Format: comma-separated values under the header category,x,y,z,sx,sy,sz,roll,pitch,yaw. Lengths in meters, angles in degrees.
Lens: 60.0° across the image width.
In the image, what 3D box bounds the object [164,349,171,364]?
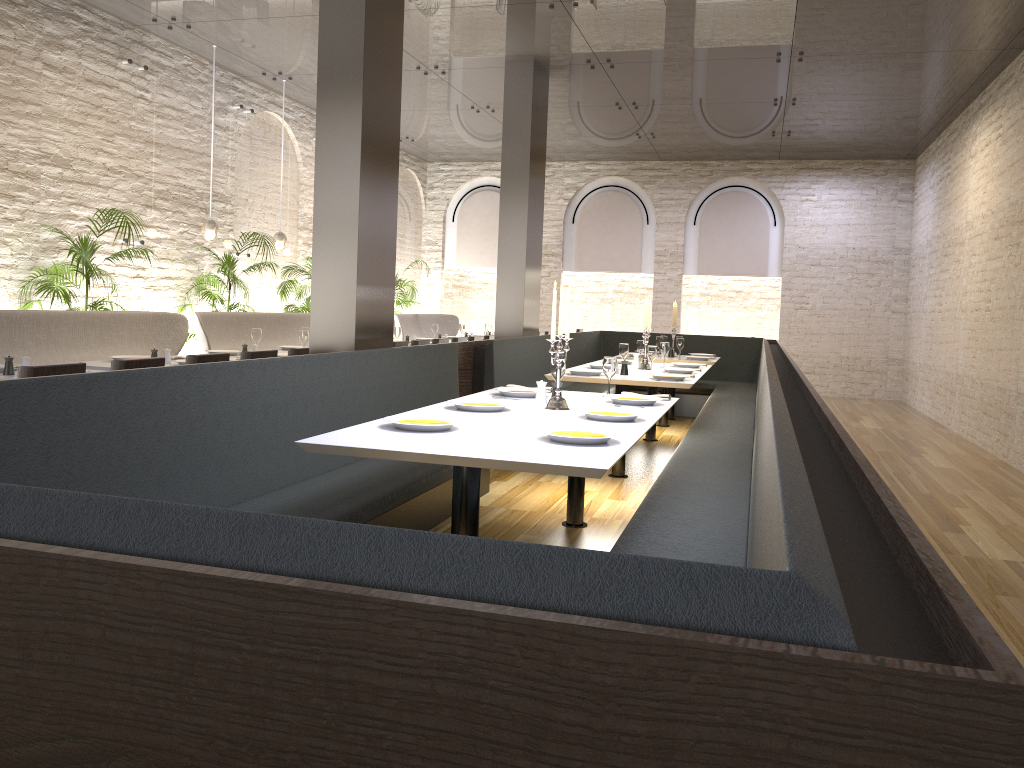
category,x,y,z,sx,sy,sz,roll,pitch,yaw
object,-2.433,-0.196,6.251,0.059,0.109,0.059,3,3,7

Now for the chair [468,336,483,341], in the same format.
category,x,y,z,sx,sy,sz,roll,pitch,yaw
chair,-0.670,-0.121,10.387,0.566,0.904,0.412,3,3,16

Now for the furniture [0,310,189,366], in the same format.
category,x,y,z,sx,sy,sz,roll,pitch,yaw
furniture,-3.410,0.075,5.764,0.709,1.095,4.484,3,5,15

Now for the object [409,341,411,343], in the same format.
category,x,y,z,sx,sy,sz,roll,pitch,yaw
object,-1.370,-0.530,11.137,0.273,0.033,0.143,4,5,16

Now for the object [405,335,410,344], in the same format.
category,x,y,z,sx,sy,sz,roll,pitch,yaw
object,-1.261,-0.533,10.680,0.059,0.109,0.059,3,3,7

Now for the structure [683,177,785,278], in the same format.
category,x,y,z,sx,sy,sz,roll,pitch,yaw
structure,3.765,-2.665,15.016,1.634,1.672,0.098,3,3,16

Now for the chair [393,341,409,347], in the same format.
category,x,y,z,sx,sy,sz,roll,pitch,yaw
chair,-1.288,0.045,8.188,0.566,0.904,0.412,3,3,16

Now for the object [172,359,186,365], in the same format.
category,x,y,z,sx,sy,sz,roll,pitch,yaw
object,-2.214,-0.144,6.212,0.321,0.036,0.322,2,5,-6

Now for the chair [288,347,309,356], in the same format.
category,x,y,z,sx,sy,sz,roll,pitch,yaw
chair,-1.754,0.170,6.527,0.566,0.904,0.412,3,3,16

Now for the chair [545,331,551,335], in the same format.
category,x,y,z,sx,sy,sz,roll,pitch,yaw
chair,0.329,-0.390,13.942,0.566,0.904,0.412,3,3,16

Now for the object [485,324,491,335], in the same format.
category,x,y,z,sx,sy,sz,roll,pitch,yaw
object,-0.351,-0.765,13.080,0.086,0.230,0.087,-1,4,-44

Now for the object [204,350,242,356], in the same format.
category,x,y,z,sx,sy,sz,roll,pitch,yaw
object,-2.424,-0.260,7.449,0.321,0.036,0.322,-2,6,-39

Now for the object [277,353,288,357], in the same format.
category,x,y,z,sx,sy,sz,roll,pitch,yaw
object,-1.908,-0.227,7.302,0.321,0.036,0.322,-2,6,-39

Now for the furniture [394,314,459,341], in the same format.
category,x,y,z,sx,sy,sz,roll,pitch,yaw
furniture,-1.162,-0.529,13.767,0.707,1.095,2.589,3,5,15

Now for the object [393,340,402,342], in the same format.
category,x,y,z,sx,sy,sz,roll,pitch,yaw
object,-1.479,-0.514,10.813,0.321,0.036,0.322,2,5,-6

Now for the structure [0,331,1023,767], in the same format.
category,x,y,z,sx,sy,sz,roll,pitch,yaw
structure,0.695,0.248,6.185,2.373,0.998,10.768,4,5,15

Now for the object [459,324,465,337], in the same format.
category,x,y,z,sx,sy,sz,roll,pitch,yaw
object,-0.719,-0.747,12.712,0.086,0.230,0.087,-1,4,-44

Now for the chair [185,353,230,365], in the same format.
category,x,y,z,sx,sy,sz,roll,pitch,yaw
chair,-2.068,0.254,5.411,0.566,0.904,0.412,3,3,16

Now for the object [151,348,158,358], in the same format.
category,x,y,z,sx,sy,sz,roll,pitch,yaw
object,-2.513,-0.197,6.225,0.059,0.109,0.059,3,3,7

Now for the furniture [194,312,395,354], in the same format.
category,x,y,z,sx,sy,sz,roll,pitch,yaw
furniture,-2.156,-0.262,10.229,0.709,1.095,4.484,3,5,15

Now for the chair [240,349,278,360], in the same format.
category,x,y,z,sx,sy,sz,roll,pitch,yaw
chair,-1.915,0.213,5.955,0.566,0.904,0.412,3,3,16

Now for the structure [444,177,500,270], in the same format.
category,x,y,z,sx,sy,sz,roll,pitch,yaw
structure,-0.449,-2.933,16.193,1.634,1.672,0.098,3,3,16

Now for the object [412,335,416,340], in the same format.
category,x,y,z,sx,sy,sz,roll,pitch,yaw
object,-1.181,-0.532,10.705,0.059,0.109,0.059,3,3,7

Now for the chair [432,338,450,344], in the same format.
category,x,y,z,sx,sy,sz,roll,pitch,yaw
chair,-0.983,-0.037,9.270,0.566,0.904,0.412,3,3,16

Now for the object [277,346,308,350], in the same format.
category,x,y,z,sx,sy,sz,roll,pitch,yaw
object,-2.110,-0.344,8.568,0.321,0.036,0.322,2,5,-2

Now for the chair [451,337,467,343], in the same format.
category,x,y,z,sx,sy,sz,roll,pitch,yaw
chair,-0.823,-0.080,9.840,0.566,0.904,0.412,3,3,16

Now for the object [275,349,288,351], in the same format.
category,x,y,z,sx,sy,sz,roll,pitch,yaw
object,-2.164,-0.321,8.393,0.185,0.010,0.017,4,5,16

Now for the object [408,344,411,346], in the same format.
category,x,y,z,sx,sy,sz,roll,pitch,yaw
object,-1.062,-0.448,10.321,0.273,0.033,0.143,4,5,16

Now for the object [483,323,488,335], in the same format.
category,x,y,z,sx,sy,sz,roll,pitch,yaw
object,-0.414,-0.829,13.797,0.086,0.230,0.087,-1,4,-44

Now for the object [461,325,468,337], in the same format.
category,x,y,z,sx,sy,sz,roll,pitch,yaw
object,-0.648,-0.685,12.025,0.086,0.230,0.087,-1,4,-44

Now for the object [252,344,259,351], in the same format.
category,x,y,z,sx,sy,sz,roll,pitch,yaw
object,-2.126,-0.278,7.341,0.059,0.109,0.059,4,3,24

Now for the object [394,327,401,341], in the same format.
category,x,y,z,sx,sy,sz,roll,pitch,yaw
object,-1.272,-0.517,9.805,0.086,0.230,0.087,0,3,-32

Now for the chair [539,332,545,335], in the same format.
category,x,y,z,sx,sy,sz,roll,pitch,yaw
chair,0.173,-0.348,13.386,0.566,0.904,0.412,3,3,16

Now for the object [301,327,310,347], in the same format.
category,x,y,z,sx,sy,sz,roll,pitch,yaw
object,-1.946,-0.418,8.344,0.086,0.230,0.086,1,3,-26

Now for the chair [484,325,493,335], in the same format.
category,x,y,z,sx,sy,sz,roll,pitch,yaw
chair,-0.245,-0.672,16.942,0.566,0.904,0.412,3,3,16

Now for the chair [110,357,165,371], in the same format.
category,x,y,z,sx,sy,sz,roll,pitch,yaw
chair,-2.235,0.299,4.817,0.566,0.904,0.412,3,3,16

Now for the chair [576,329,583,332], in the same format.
category,x,y,z,sx,sy,sz,roll,pitch,yaw
chair,1.017,-0.592,16.590,0.566,0.904,0.412,3,3,16

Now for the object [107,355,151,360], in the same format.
category,x,y,z,sx,sy,sz,roll,pitch,yaw
object,-2.731,-0.177,6.358,0.321,0.036,0.322,2,5,-6

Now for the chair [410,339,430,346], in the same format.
category,x,y,z,sx,sy,sz,roll,pitch,yaw
chair,-1.136,0.004,8.728,0.566,0.904,0.412,3,3,16

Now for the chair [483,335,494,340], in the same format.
category,x,y,z,sx,sy,sz,roll,pitch,yaw
chair,-0.510,-0.164,10.954,0.566,0.904,0.412,3,3,16

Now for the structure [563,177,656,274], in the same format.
category,x,y,z,sx,sy,sz,roll,pitch,yaw
structure,1.726,-2.795,15.586,1.634,1.672,0.098,3,3,16

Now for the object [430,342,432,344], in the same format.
category,x,y,z,sx,sy,sz,roll,pitch,yaw
object,-0.963,-0.481,10.666,0.321,0.036,0.322,2,5,-6

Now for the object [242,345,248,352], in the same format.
category,x,y,z,sx,sy,sz,roll,pitch,yaw
object,-2.206,-0.279,7.316,0.059,0.109,0.059,4,3,24

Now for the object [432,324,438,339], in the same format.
category,x,y,z,sx,sy,sz,roll,pitch,yaw
object,-1.016,-0.668,11.657,0.086,0.230,0.087,-1,4,-44

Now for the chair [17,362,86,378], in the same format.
category,x,y,z,sx,sy,sz,roll,pitch,yaw
chair,-2.395,0.342,4.245,0.566,0.904,0.412,3,3,16
